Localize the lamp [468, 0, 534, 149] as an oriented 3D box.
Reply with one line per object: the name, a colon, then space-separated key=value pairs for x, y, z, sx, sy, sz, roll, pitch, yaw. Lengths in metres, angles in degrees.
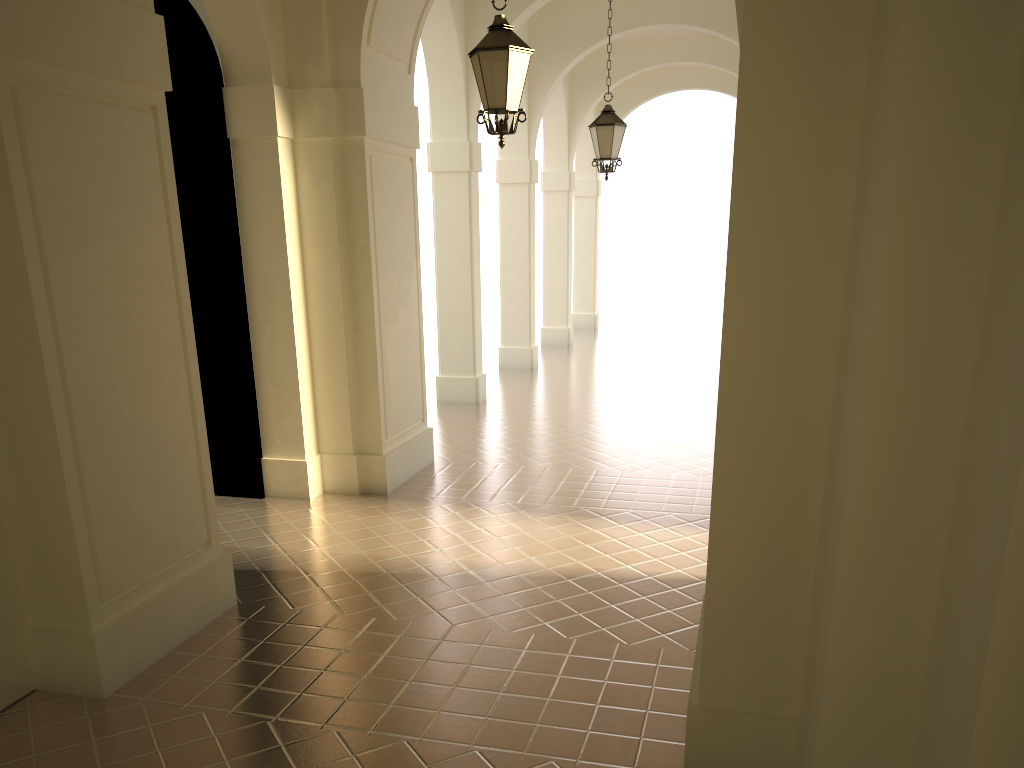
lamp: x=-0.094 y=-3.434 z=6.122 sx=0.441 sy=3.465 sz=0.488 roll=-5 pitch=18 yaw=-14

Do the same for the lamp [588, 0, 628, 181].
lamp: x=1.199 y=-4.261 z=10.747 sx=0.509 sy=3.465 sz=0.423 roll=4 pitch=18 yaw=14
